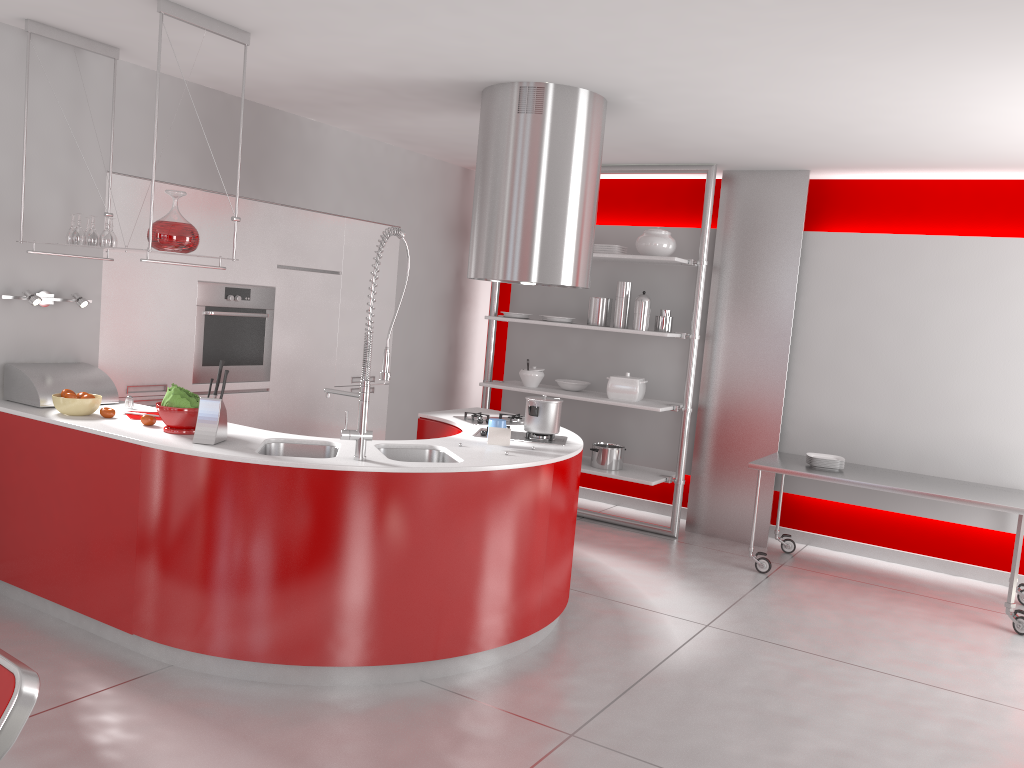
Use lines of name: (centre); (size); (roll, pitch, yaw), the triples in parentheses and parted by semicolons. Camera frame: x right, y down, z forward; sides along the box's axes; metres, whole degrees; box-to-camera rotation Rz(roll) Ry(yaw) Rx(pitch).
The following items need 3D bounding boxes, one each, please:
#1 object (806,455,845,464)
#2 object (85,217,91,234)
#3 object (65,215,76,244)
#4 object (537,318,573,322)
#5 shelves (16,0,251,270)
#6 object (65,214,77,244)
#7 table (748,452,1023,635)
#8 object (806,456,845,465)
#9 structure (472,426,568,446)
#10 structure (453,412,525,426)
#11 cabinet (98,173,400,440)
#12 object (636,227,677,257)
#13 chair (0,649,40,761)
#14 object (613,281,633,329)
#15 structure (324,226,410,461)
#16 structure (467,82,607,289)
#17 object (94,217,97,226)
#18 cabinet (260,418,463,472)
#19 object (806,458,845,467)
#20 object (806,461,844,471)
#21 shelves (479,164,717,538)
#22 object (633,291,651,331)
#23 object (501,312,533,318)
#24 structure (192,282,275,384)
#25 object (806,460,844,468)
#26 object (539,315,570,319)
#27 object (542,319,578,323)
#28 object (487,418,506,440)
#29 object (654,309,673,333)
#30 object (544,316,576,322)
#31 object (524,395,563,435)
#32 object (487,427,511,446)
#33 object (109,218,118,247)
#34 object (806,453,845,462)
object: (1.973, 0.477, 5.586); (0.228, 0.020, 0.228); (6, 5, 13)
object: (-1.996, -0.712, 4.178); (0.060, 0.141, 0.060); (8, 6, 31)
object: (-2.031, -0.708, 4.100); (0.060, 0.141, 0.060); (8, 6, 31)
object: (0.327, -0.488, 6.836); (0.280, 0.015, 0.280); (3, 6, -22)
shelves: (-1.680, -1.055, 3.915); (0.934, 1.023, 0.462); (8, 6, 31)
object: (-1.987, -0.697, 4.016); (0.060, 0.141, 0.060); (6, 5, 8)
table: (2.313, 0.913, 5.446); (1.627, 0.682, 0.749); (8, 6, 32)
object: (1.972, 0.487, 5.587); (0.228, 0.020, 0.228); (6, 5, 13)
structure: (0.047, 0.247, 4.435); (0.457, 0.037, 0.303); (5, 5, 6)
structure: (-0.066, 0.191, 4.955); (0.457, 0.037, 0.303); (2, 6, -29)
cabinet: (-1.789, -0.147, 5.789); (0.614, 2.026, 2.398); (8, 6, 31)
object: (1.023, -0.998, 6.292); (0.287, 0.222, 0.287); (4, 5, -15)
chair: (-1.114, 0.887, 1.468); (0.418, 0.857, 0.460); (9, 6, 35)
object: (0.788, -0.560, 6.308); (0.109, 0.329, 0.110); (8, 6, 28)
structure: (-0.567, -0.167, 3.501); (0.308, 0.920, 0.178); (3, 5, -16)
structure: (0.126, -0.995, 4.599); (0.644, 0.958, 0.644); (5, 5, -3)
object: (-1.940, -0.701, 4.109); (0.060, 0.141, 0.060); (8, 6, 31)
cabinet: (-1.177, 0.577, 4.384); (1.875, 0.761, 1.025); (4, 5, -14)
object: (1.971, 0.497, 5.588); (0.228, 0.020, 0.228); (6, 5, 13)
object: (1.969, 0.517, 5.590); (0.228, 0.020, 0.228); (6, 5, 13)
shelves: (0.548, -0.306, 6.578); (1.735, 2.599, 0.535); (8, 6, 31)
object: (0.908, -0.511, 6.180); (0.115, 0.274, 0.115); (7, 6, 24)
object: (0.034, -0.519, 6.752); (0.244, 0.042, 0.244); (6, 5, 15)
structure: (-1.658, -0.302, 5.353); (0.050, 0.589, 0.599); (8, 6, 31)
object: (1.970, 0.507, 5.589); (0.228, 0.020, 0.228); (6, 5, 13)
object: (0.328, -0.501, 6.835); (0.244, 0.042, 0.244); (7, 6, 23)
object: (0.350, -0.460, 6.547); (0.280, 0.015, 0.280); (2, 6, -30)
object: (-0.070, 0.214, 4.126); (0.080, 0.100, 0.109); (5, 5, 4)
object: (1.079, -0.448, 6.298); (0.127, 0.157, 0.127); (9, 7, 41)
object: (0.351, -0.474, 6.546); (0.244, 0.042, 0.244); (6, 5, 15)
object: (0.155, 0.147, 4.412); (0.189, 0.185, 0.218); (4, 5, -7)
object: (-0.057, 0.235, 3.998); (0.100, 0.080, 0.109); (5, 5, 1)
object: (-1.844, -0.690, 4.080); (0.060, 0.141, 0.060); (8, 6, 31)
object: (1.974, 0.467, 5.586); (0.228, 0.020, 0.228); (6, 5, 13)
